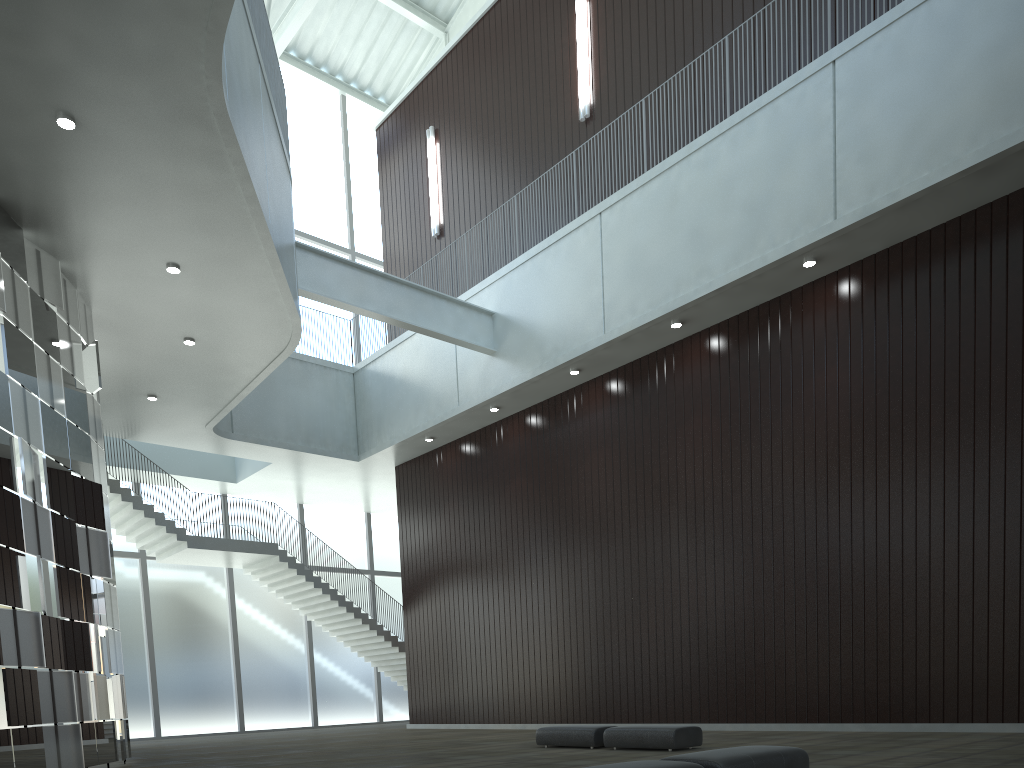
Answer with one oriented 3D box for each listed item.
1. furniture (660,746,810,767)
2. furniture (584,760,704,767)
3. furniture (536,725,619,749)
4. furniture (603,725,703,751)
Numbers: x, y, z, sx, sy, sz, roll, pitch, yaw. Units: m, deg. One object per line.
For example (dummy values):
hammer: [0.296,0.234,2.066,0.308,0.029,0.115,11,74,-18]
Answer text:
furniture: [5.722,9.995,20.678,4.074,1.049,2.220,14,-23,-39]
furniture: [2.313,9.013,17.729,4.074,1.049,2.220,14,-23,-39]
furniture: [3.232,17.138,38.890,2.157,1.046,4.196,10,-23,-39]
furniture: [6.204,15.686,35.480,2.157,1.046,4.196,10,-23,-39]
